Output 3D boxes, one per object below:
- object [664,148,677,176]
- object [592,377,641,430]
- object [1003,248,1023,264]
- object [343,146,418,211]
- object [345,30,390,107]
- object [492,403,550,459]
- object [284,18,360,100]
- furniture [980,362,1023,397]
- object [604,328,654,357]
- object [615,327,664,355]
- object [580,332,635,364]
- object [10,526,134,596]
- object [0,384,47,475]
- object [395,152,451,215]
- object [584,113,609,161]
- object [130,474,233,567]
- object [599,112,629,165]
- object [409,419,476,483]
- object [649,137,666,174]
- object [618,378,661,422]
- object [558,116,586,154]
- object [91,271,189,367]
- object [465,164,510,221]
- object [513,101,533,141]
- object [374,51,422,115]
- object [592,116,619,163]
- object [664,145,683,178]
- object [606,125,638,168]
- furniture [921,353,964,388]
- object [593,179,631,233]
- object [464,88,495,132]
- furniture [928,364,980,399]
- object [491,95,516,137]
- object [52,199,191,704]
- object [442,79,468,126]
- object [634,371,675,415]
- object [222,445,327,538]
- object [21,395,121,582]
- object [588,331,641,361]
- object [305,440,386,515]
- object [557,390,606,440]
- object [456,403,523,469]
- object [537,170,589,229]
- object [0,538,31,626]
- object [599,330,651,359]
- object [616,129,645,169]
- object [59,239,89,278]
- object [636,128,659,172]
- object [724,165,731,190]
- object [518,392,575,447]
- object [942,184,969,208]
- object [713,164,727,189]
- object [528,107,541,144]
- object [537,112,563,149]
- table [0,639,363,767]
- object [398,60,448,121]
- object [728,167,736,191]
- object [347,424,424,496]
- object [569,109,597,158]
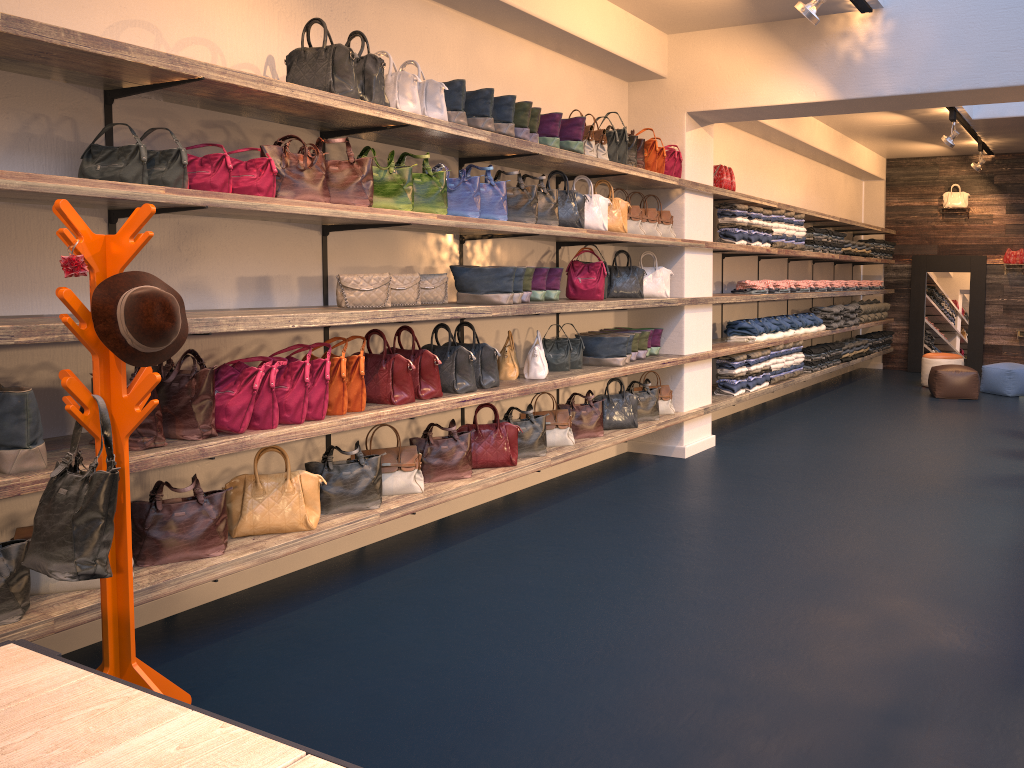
[{"bbox_3d":[1.211,-1.792,7.027,0.315,0.282,0.247,-2,6,-22],"label":"object"},{"bbox_3d":[0.776,0.140,6.505,0.455,0.384,0.180,-2,5,-26],"label":"object"},{"bbox_3d":[7.846,-1.991,13.536,0.311,0.252,0.149,6,7,43],"label":"object"},{"bbox_3d":[-0.658,-1.016,4.332,0.399,0.321,0.186,-2,5,-21],"label":"object"},{"bbox_3d":[-0.773,-1.512,4.188,0.395,0.384,0.207,4,5,31],"label":"object"},{"bbox_3d":[0.065,0.294,5.446,0.397,0.337,0.206,-1,5,-19],"label":"object"},{"bbox_3d":[-0.877,-1.491,4.006,0.400,0.384,0.205,3,5,24],"label":"object"},{"bbox_3d":[6.717,-0.077,11.723,0.686,0.421,0.615,-2,6,-19],"label":"furniture"},{"bbox_3d":[0.953,-0.334,7.084,0.412,0.234,0.181,1,5,4],"label":"object"},{"bbox_3d":[1.062,-0.355,7.261,0.405,0.234,0.184,2,5,11],"label":"object"},{"bbox_3d":[0.719,-0.270,6.539,0.415,0.231,0.179,1,5,2],"label":"object"},{"bbox_3d":[-1.592,0.553,3.138,0.404,0.365,0.170,-1,5,-19],"label":"object"},{"bbox_3d":[-1.673,0.144,2.889,0.199,0.283,0.311,-3,7,-37],"label":"object"},{"bbox_3d":[-0.498,-1.053,4.574,0.399,0.337,0.204,-2,5,-22],"label":"object"},{"bbox_3d":[0.521,-1.709,6.024,0.325,0.333,0.179,6,7,43],"label":"object"},{"bbox_3d":[-1.314,0.530,3.445,0.399,0.337,0.204,-2,5,-22],"label":"object"},{"bbox_3d":[0.712,-1.773,6.300,0.275,0.409,0.145,3,5,27],"label":"object"},{"bbox_3d":[-0.377,0.366,4.825,0.399,0.337,0.204,-2,5,-22],"label":"object"},{"bbox_3d":[1.086,-1.806,6.892,0.261,0.329,0.221,0,5,-10],"label":"object"},{"bbox_3d":[1.021,0.127,6.854,0.397,0.337,0.206,-1,5,-19],"label":"object"},{"bbox_3d":[0.310,-1.617,5.689,0.387,0.234,0.192,5,6,33],"label":"object"},{"bbox_3d":[-1.084,-0.192,2.596,0.169,0.289,0.293,4,6,39],"label":"object"},{"bbox_3d":[-0.178,-1.109,5.045,0.399,0.337,0.204,-2,5,-22],"label":"object"},{"bbox_3d":[-0.057,-1.559,5.198,0.391,0.234,0.190,4,6,26],"label":"object"},{"bbox_3d":[-0.631,-1.507,4.372,0.400,0.330,0.205,3,5,24],"label":"object"},{"bbox_3d":[0.628,-1.731,6.178,0.275,0.351,0.145,3,5,27],"label":"object"},{"bbox_3d":[1.263,-1.822,7.124,0.253,0.309,0.214,0,5,-7],"label":"object"},{"bbox_3d":[0.773,-1.771,6.490,0.306,0.336,0.273,-1,5,-16],"label":"object"},{"bbox_3d":[6.107,-0.192,12.318,0.537,0.478,0.627,4,7,35],"label":"furniture"},{"bbox_3d":[0.666,-1.284,6.286,0.452,0.384,0.181,-2,5,-23],"label":"object"},{"bbox_3d":[-0.254,-1.522,4.865,0.387,0.231,0.192,5,7,33],"label":"object"},{"bbox_3d":[5.780,-0.044,11.356,0.623,0.421,0.678,2,6,16],"label":"furniture"},{"bbox_3d":[-0.150,-1.540,5.019,0.393,0.231,0.189,3,6,23],"label":"object"},{"bbox_3d":[-1.228,0.315,2.673,0.480,1.722,0.412,-2,4,-31],"label":"object"},{"bbox_3d":[-0.370,-1.507,4.696,0.199,0.243,0.311,-3,7,-37],"label":"object"},{"bbox_3d":[1.158,0.072,7.190,0.404,0.365,0.170,-1,5,-19],"label":"object"},{"bbox_3d":[-1.045,0.456,3.835,0.452,0.384,0.181,-2,5,-23],"label":"object"},{"bbox_3d":[-1.287,0.299,2.542,0.348,0.522,0.217,4,6,39],"label":"object"},{"bbox_3d":[0.795,-0.290,6.725,0.412,0.234,0.181,1,5,4],"label":"object"},{"bbox_3d":[-0.795,0.444,4.178,0.397,0.337,0.206,-1,5,-19],"label":"object"},{"bbox_3d":[0.502,0.213,6.121,0.399,0.337,0.204,-2,5,-22],"label":"object"},{"bbox_3d":[-0.144,0.299,5.163,0.452,0.384,0.181,-2,5,-23],"label":"object"},{"bbox_3d":[0.309,-1.221,5.756,0.452,0.384,0.181,-2,5,-23],"label":"object"},{"bbox_3d":[-1.750,0.611,2.770,0.397,0.337,0.206,-1,5,-19],"label":"object"},{"bbox_3d":[0.897,-0.311,6.901,0.407,0.234,0.183,2,5,9],"label":"object"},{"bbox_3d":[0.871,-1.793,6.671,0.347,0.337,0.235,5,6,38],"label":"object"},{"bbox_3d":[-1.264,-0.362,2.504,0.075,0.112,0.068,1,5,12],"label":"object"},{"bbox_3d":[1.005,-1.819,6.772,0.261,0.383,0.221,0,5,-10],"label":"object"},{"bbox_3d":[1.847,-1.889,7.976,0.295,0.244,0.153,4,6,32],"label":"object"},{"bbox_3d":[0.224,0.235,5.814,0.404,0.365,0.170,-1,5,-19],"label":"object"},{"bbox_3d":[7.100,-3.002,13.876,0.406,0.384,0.202,2,5,17],"label":"object"},{"bbox_3d":[1.789,-1.878,7.888,0.297,0.244,0.153,4,6,29],"label":"object"},{"bbox_3d":[0.009,-1.584,5.396,0.388,0.234,0.191,4,6,31],"label":"object"},{"bbox_3d":[0.140,-1.600,5.537,0.391,0.234,0.190,4,6,26],"label":"object"},{"bbox_3d":[-1.326,1.089,0.488,1.148,0.737,2.736,5,8,33],"label":"table"},{"bbox_3d":[-0.508,-1.529,4.554,0.399,0.330,0.206,3,5,26],"label":"object"},{"bbox_3d":[1.913,-1.899,8.066,0.299,0.244,0.152,3,5,24],"label":"object"},{"bbox_3d":[-0.658,0.390,4.514,0.404,0.365,0.170,-1,5,-19],"label":"object"},{"bbox_3d":[0.421,-1.692,5.876,0.325,0.333,0.179,6,7,43],"label":"object"}]
